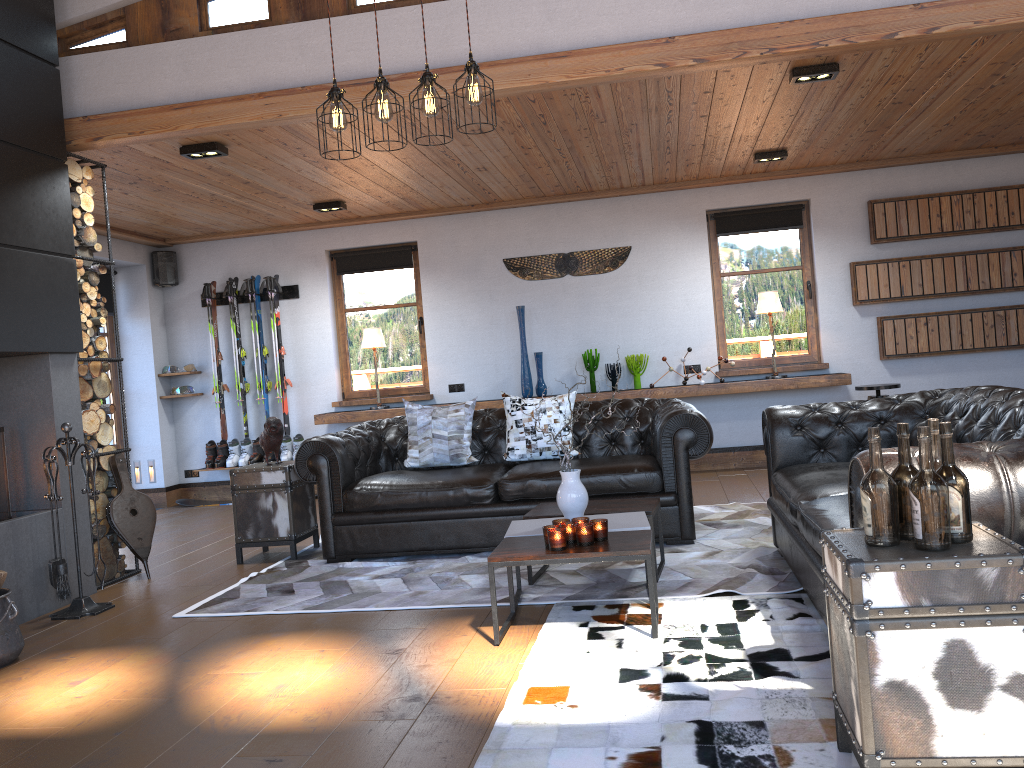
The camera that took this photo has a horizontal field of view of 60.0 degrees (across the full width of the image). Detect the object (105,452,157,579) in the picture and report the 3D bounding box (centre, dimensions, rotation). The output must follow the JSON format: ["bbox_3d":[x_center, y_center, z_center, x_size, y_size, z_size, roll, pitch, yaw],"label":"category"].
[{"bbox_3d":[-2.373,0.816,5.515,0.264,0.795,0.267,-5,0,-7],"label":"object"}]

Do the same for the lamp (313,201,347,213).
[{"bbox_3d":[-1.612,-1.574,7.847,0.260,0.068,0.156,-5,1,9],"label":"lamp"}]

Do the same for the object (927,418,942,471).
[{"bbox_3d":[1.073,0.230,2.233,0.088,0.286,0.087,-5,0,-14],"label":"object"}]

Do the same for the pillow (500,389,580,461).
[{"bbox_3d":[0.188,0.256,5.845,0.526,0.469,0.285,-5,1,12],"label":"pillow"}]

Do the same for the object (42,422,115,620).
[{"bbox_3d":[-2.326,0.710,4.711,0.311,1.017,0.304,-5,1,-35],"label":"object"}]

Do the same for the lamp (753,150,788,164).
[{"bbox_3d":[2.120,-1.872,7.279,0.260,0.068,0.156,-5,1,9],"label":"lamp"}]

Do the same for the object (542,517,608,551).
[{"bbox_3d":[0.233,0.623,3.697,0.306,0.081,0.243,-6,1,-42],"label":"object"}]

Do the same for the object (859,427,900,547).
[{"bbox_3d":[0.890,0.247,2.155,0.087,0.286,0.088,-5,0,19],"label":"object"}]

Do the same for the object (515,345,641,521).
[{"bbox_3d":[0.290,0.247,4.085,0.615,0.808,0.409,-5,1,20],"label":"object"}]

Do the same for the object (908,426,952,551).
[{"bbox_3d":[0.975,0.241,2.077,0.086,0.286,0.088,-5,0,22],"label":"object"}]

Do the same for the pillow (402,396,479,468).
[{"bbox_3d":[-0.480,0.309,5.947,0.526,0.469,0.285,-5,1,12],"label":"pillow"}]

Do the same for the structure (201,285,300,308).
[{"bbox_3d":[-2.682,-0.886,8.857,1.047,0.135,0.320,-5,1,9],"label":"structure"}]

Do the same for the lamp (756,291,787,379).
[{"bbox_3d":[2.395,-0.104,8.263,0.246,1.481,0.632,-5,0,1],"label":"lamp"}]

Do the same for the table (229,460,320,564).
[{"bbox_3d":[-1.554,0.827,5.828,0.416,0.609,0.407,-5,1,9],"label":"table"}]

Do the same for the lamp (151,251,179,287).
[{"bbox_3d":[-3.530,-1.169,9.013,0.213,0.349,0.214,-5,1,9],"label":"lamp"}]

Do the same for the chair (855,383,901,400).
[{"bbox_3d":[3.129,0.369,7.516,0.391,0.721,0.394,-5,1,9],"label":"chair"}]

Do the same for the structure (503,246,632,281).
[{"bbox_3d":[0.525,-1.141,8.463,1.243,0.240,0.099,-5,0,9],"label":"structure"}]

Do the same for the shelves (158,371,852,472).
[{"bbox_3d":[-0.249,0.131,8.523,6.616,0.988,0.615,-5,1,9],"label":"shelves"}]

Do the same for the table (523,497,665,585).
[{"bbox_3d":[0.433,0.807,4.577,0.646,0.350,0.402,-5,1,14],"label":"table"}]

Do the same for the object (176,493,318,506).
[{"bbox_3d":[-2.563,1.131,8.796,1.618,0.065,0.309,-5,1,9],"label":"object"}]

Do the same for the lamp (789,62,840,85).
[{"bbox_3d":[1.747,-1.802,5.133,0.260,0.068,0.156,-5,1,9],"label":"lamp"}]

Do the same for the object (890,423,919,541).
[{"bbox_3d":[0.980,0.238,2.197,0.088,0.286,0.087,-5,0,-13],"label":"object"}]

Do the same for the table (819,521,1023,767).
[{"bbox_3d":[1.016,0.681,2.166,0.416,0.609,0.407,-5,1,9],"label":"table"}]

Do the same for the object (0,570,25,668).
[{"bbox_3d":[-2.358,1.027,3.863,0.379,0.431,0.388,-4,1,36],"label":"object"}]

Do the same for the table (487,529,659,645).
[{"bbox_3d":[0.269,0.837,3.695,0.648,0.350,0.402,-5,1,9],"label":"table"}]

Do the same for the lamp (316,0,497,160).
[{"bbox_3d":[-0.552,-2.151,3.951,0.803,2.201,0.261,-5,0,0],"label":"lamp"}]

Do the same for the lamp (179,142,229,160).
[{"bbox_3d":[-1.981,-1.505,5.701,0.260,0.068,0.156,-5,1,9],"label":"lamp"}]

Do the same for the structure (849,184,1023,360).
[{"bbox_3d":[4.024,-1.001,8.035,1.845,1.445,0.322,-5,0,9],"label":"structure"}]

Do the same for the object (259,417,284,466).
[{"bbox_3d":[-1.571,0.371,5.812,0.151,0.319,0.245,-5,1,-40],"label":"object"}]

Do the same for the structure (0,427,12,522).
[{"bbox_3d":[-2.780,0.500,4.388,0.183,0.514,0.986,-5,1,10],"label":"structure"}]

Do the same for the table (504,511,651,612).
[{"bbox_3d":[0.320,0.825,4.132,0.649,0.350,0.401,-5,1,4],"label":"table"}]

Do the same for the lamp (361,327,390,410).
[{"bbox_3d":[-1.259,0.187,8.842,0.245,1.481,0.636,-5,0,13],"label":"lamp"}]

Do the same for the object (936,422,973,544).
[{"bbox_3d":[1.051,0.234,2.132,0.088,0.286,0.086,-5,1,-41],"label":"object"}]

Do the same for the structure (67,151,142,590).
[{"bbox_3d":[-2.770,-0.072,5.464,0.510,2.617,0.504,-5,0,9],"label":"structure"}]

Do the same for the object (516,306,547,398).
[{"bbox_3d":[0.180,-0.305,8.336,0.277,0.862,0.110,-5,0,-35],"label":"object"}]
